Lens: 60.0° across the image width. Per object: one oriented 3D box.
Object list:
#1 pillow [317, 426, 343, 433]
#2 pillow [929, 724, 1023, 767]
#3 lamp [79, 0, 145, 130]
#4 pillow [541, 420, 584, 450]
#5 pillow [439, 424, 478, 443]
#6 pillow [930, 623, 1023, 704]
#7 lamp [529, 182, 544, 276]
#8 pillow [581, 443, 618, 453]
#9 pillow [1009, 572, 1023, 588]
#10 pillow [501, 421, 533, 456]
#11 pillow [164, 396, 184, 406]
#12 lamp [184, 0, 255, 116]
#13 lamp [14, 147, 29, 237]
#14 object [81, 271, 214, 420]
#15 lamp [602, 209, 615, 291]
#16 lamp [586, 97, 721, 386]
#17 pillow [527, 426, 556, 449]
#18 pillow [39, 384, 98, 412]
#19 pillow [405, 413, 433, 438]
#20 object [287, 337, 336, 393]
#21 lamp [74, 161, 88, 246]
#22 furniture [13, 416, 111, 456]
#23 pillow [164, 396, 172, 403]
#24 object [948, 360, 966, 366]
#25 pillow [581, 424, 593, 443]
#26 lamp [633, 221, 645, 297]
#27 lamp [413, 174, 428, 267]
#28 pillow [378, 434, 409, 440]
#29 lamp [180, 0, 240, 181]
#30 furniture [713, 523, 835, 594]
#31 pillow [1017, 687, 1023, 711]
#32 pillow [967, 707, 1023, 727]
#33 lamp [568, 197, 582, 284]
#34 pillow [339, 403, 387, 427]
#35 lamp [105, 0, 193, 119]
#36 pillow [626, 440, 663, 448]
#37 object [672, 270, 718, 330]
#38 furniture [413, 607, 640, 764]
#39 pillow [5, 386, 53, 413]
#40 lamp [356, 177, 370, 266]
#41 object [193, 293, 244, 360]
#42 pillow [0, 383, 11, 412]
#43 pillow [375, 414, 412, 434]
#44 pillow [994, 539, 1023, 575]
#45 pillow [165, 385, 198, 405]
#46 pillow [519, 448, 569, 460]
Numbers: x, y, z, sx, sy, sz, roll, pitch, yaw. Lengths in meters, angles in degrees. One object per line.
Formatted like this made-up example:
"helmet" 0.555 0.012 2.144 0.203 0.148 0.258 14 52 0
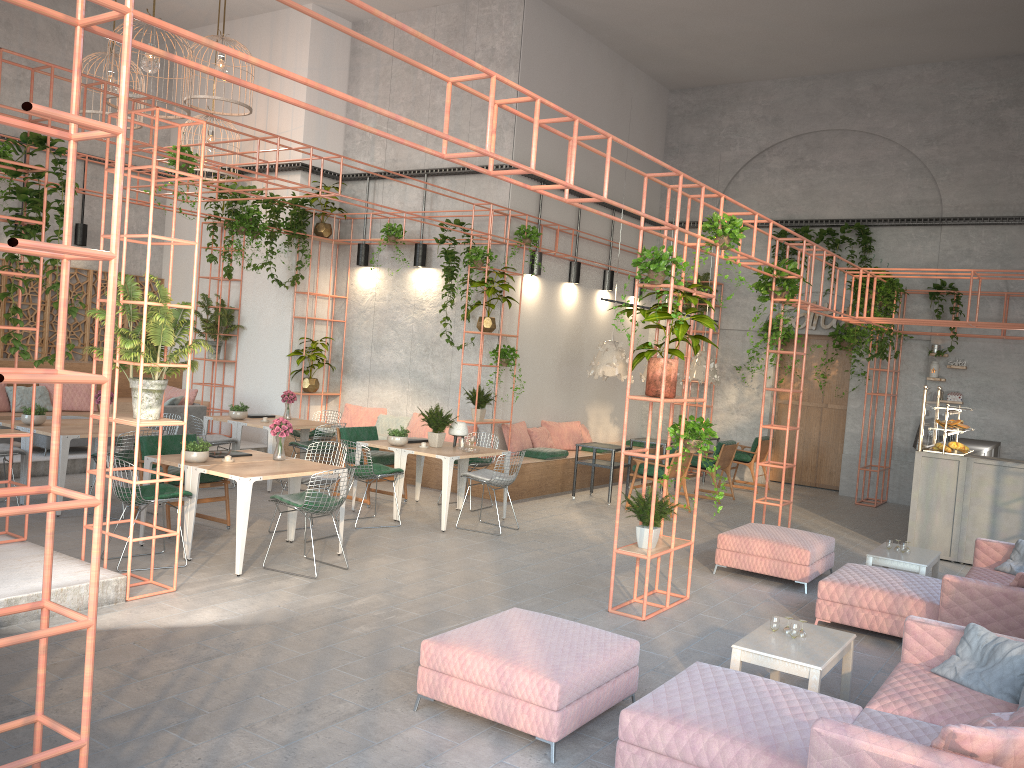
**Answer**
"pillow" -2.744 0.760 14.118 0.637 0.149 0.491 6 3 35
"pillow" 1.864 1.476 3.513 0.495 0.349 0.308 4 2 -7
"lamp" -5.514 -5.410 12.356 0.883 3.476 0.883 4 2 -4
"pillow" 0.839 0.841 14.488 0.839 0.474 0.276 3 3 -36
"pillow" -0.854 0.799 13.342 0.666 0.385 0.289 6 3 29
"pillow" 2.590 1.517 4.817 0.307 0.324 0.500 4 2 -21
"lamp" 0.409 -2.387 13.628 0.185 1.425 0.179 6 3 33
"pillow" 1.448 1.064 14.749 0.491 0.149 0.637 6 3 35
"pillow" 3.823 1.517 6.455 0.495 0.349 0.308 4 2 -7
"pillow" 0.093 0.823 13.446 0.276 0.474 0.839 5 2 24
"pillow" -5.107 0.349 13.208 0.308 0.349 0.495 4 2 -7
"lamp" -3.845 -5.482 11.958 0.883 3.476 0.883 4 2 -4
"lamp" -7.667 -3.026 13.912 0.185 1.436 0.185 4 2 -16
"object" -2.763 -0.286 6.724 0.900 1.100 0.894 3 2 -27
"lamp" 1.742 -2.360 15.630 0.185 1.425 0.179 6 3 33
"lamp" 2.540 -2.021 14.124 0.704 4.052 4.456 6 3 34
"pillow" 0.463 0.878 13.970 0.289 0.385 0.666 6 3 29
"pillow" -6.918 0.186 13.839 0.839 0.474 0.276 3 3 -36
"pillow" -1.396 0.695 13.678 0.276 0.474 0.839 3 3 -36
"object" -3.294 -0.327 14.384 0.903 0.919 0.934 5 2 5
"lamp" -7.124 -3.015 14.727 0.185 1.436 0.179 6 3 33
"furniture" -6.201 0.683 12.227 0.941 0.446 0.975 6 3 34
"pillow" -5.452 0.330 13.504 0.479 0.317 0.441 5 2 15
"object" 7.158 -0.339 14.267 0.263 0.101 0.013 6 3 34
"pillow" 1.173 0.892 15.037 0.289 0.385 0.666 6 3 29
"lamp" 2.412 -2.346 16.636 0.185 1.425 0.179 6 3 33
"lamp" -1.380 -2.532 13.738 0.179 1.425 0.185 6 3 33
"pillow" -1.875 0.850 13.539 0.637 0.149 0.491 6 3 35
"lamp" -4.596 -4.972 13.757 0.883 3.476 0.883 4 2 -4
"furniture" 2.661 1.707 8.939 0.941 0.446 0.976 6 3 34
"pillow" 2.712 1.490 4.453 0.289 0.385 0.666 6 3 34
"pillow" 2.159 1.505 3.859 0.441 0.317 0.479 5 2 15
"lamp" 1.078 -2.373 14.633 0.185 1.425 0.179 6 3 33
"pillow" -2.434 0.585 14.422 0.839 0.474 0.276 5 2 24
"lamp" -3.864 -4.757 9.674 0.883 3.476 0.883 4 2 -4
"pillow" 2.430 1.085 16.225 0.491 0.149 0.637 6 3 35
"object" 3.382 -1.546 16.497 0.894 1.101 0.900 5 2 3
"furniture" 0.112 1.654 5.111 0.941 0.446 0.976 6 3 34
"pillow" -7.242 0.227 13.322 0.289 0.385 0.666 6 3 29
"lamp" -2.381 -2.636 14.406 0.179 1.425 0.185 6 3 33
"object" -4.984 -0.963 14.870 0.900 1.097 0.894 3 2 -27
"pillow" -7.628 0.172 12.773 0.276 0.474 0.839 5 2 24
"pillow" -1.917 0.688 14.051 0.666 0.385 0.289 6 3 29
"pillow" 4.549 1.557 7.760 0.307 0.324 0.500 4 2 -21
"pillow" -5.200 0.279 13.658 0.836 0.476 0.273 6 3 34
"pillow" 0.488 1.045 13.308 0.491 0.149 0.637 6 3 35
